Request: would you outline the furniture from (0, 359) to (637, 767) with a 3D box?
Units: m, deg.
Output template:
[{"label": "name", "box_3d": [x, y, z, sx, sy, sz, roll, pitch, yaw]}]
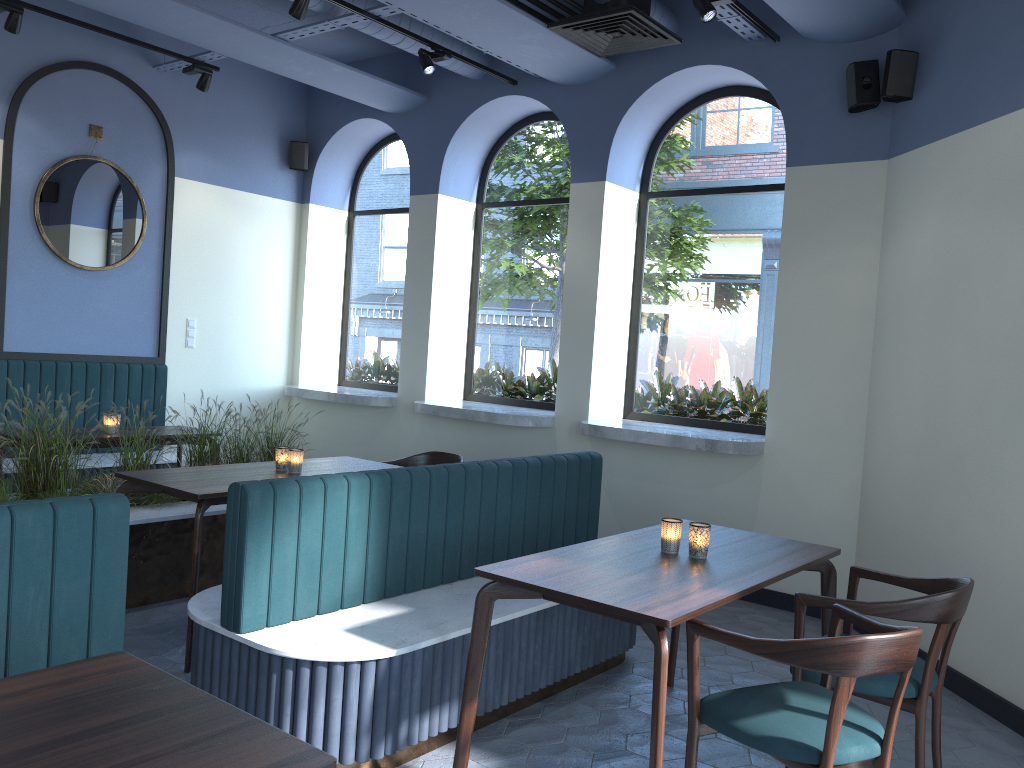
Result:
[{"label": "furniture", "box_3d": [-2.519, 0.561, 3.948, 4.703, 1.150, 4.800, 6, 3, 38]}]

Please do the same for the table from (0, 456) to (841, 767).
[{"label": "table", "box_3d": [-2.038, 0.920, 0.512, 3.997, 0.755, 9.778, 5, 2, 22]}]

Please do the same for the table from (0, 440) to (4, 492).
[{"label": "table", "box_3d": [-3.462, 0.670, 4.647, 0.548, 0.755, 1.332, 6, 3, 38]}]

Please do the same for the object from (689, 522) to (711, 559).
[{"label": "object", "box_3d": [0.675, 0.565, 3.200, 0.078, 0.120, 0.078, 2, 3, -35]}]

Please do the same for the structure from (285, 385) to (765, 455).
[{"label": "structure", "box_3d": [0.197, 0.448, 1.564, 4.315, 0.080, 14.155, 4, 2, -1]}]

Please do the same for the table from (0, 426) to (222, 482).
[{"label": "table", "box_3d": [-2.601, 0.687, 5.751, 0.548, 0.755, 1.332, 6, 3, 38]}]

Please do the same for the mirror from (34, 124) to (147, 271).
[{"label": "mirror", "box_3d": [-4.230, -1.423, 5.313, 0.026, 1.089, 4.357, 6, 3, 38]}]

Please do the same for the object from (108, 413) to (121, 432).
[{"label": "object", "box_3d": [-2.587, 0.249, 5.762, 0.078, 0.120, 0.078, 5, 2, 21]}]

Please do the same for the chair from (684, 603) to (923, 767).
[{"label": "chair", "box_3d": [0.852, 1.023, 2.537, 0.618, 0.793, 0.525, 3, 2, -28]}]

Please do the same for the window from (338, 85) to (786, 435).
[{"label": "window", "box_3d": [0.500, -0.762, 1.541, 3.897, 2.394, 14.212, 4, 2, -1]}]

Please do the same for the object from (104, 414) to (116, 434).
[{"label": "object", "box_3d": [-2.570, 0.254, 5.666, 0.078, 0.120, 0.078, 5, 2, 21]}]

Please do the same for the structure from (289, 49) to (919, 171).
[{"label": "structure", "box_3d": [-2.951, -1.899, 1.545, 7.261, 0.268, 13.143, 5, 2, 21]}]

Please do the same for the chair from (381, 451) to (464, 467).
[{"label": "chair", "box_3d": [-0.578, 0.821, 5.352, 0.618, 0.793, 0.525, 5, 3, 37]}]

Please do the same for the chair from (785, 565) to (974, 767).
[{"label": "chair", "box_3d": [1.274, 1.031, 3.079, 0.525, 0.793, 0.618, 5, 3, 37]}]

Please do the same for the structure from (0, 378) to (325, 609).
[{"label": "structure", "box_3d": [-2.785, 0.507, 4.156, 1.143, 1.207, 4.878, 6, 3, 39]}]

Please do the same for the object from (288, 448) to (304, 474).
[{"label": "object", "box_3d": [-1.108, 0.395, 4.538, 0.078, 0.120, 0.078, 2, 3, -35]}]

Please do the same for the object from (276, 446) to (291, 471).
[{"label": "object", "box_3d": [-1.187, 0.387, 4.594, 0.078, 0.120, 0.078, 2, 3, -35]}]

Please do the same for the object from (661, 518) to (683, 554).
[{"label": "object", "box_3d": [0.583, 0.557, 3.251, 0.078, 0.120, 0.078, 2, 3, -35]}]
